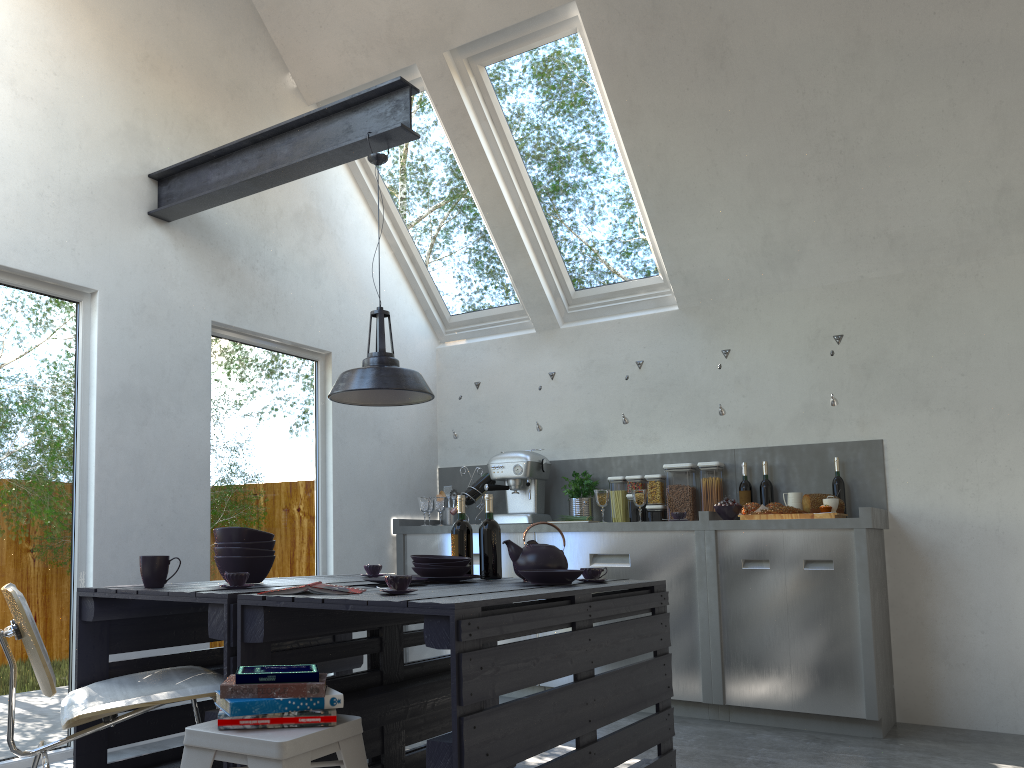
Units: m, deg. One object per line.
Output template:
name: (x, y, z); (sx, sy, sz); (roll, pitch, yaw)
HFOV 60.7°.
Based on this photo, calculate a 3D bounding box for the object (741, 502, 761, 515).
object: (1.298, 0.675, 4.714); (0.116, 0.076, 0.123); (2, -9, -14)

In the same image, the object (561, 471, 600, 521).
object: (0.426, 0.711, 5.485); (0.241, 0.338, 0.259); (1, -7, -15)

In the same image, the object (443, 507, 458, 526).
object: (-0.429, 0.925, 6.076); (0.103, 0.131, 0.111); (1, -8, -16)

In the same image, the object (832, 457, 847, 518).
object: (1.760, 0.568, 4.715); (0.066, 0.342, 0.059); (-5, -7, 35)

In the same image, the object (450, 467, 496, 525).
object: (-0.290, 0.748, 5.837); (0.316, 0.390, 0.247); (3, -8, -28)

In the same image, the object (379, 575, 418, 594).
object: (-0.336, 0.592, 2.589); (0.124, 0.056, 0.110); (-8, -12, 39)

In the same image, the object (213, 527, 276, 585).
object: (-0.997, 0.641, 3.261); (0.205, 0.212, 0.203); (-6, -9, 33)

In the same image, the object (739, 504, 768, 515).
object: (1.339, 0.678, 4.697); (0.190, 0.058, 0.209); (7, -12, -37)

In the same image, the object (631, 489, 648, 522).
object: (0.742, 0.709, 5.072); (0.103, 0.190, 0.095); (-3, -7, 21)

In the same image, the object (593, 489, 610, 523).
object: (0.523, 0.707, 5.057); (0.097, 0.190, 0.101); (0, -7, -9)

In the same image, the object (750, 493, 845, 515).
object: (1.476, 0.626, 4.555); (0.459, 0.111, 0.126); (-1, -8, 5)

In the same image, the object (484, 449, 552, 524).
object: (0.038, 0.660, 5.632); (0.380, 0.496, 0.407); (-5, -9, 31)

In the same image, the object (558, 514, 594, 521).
object: (0.348, 0.805, 5.237); (0.134, 0.053, 0.295); (8, -13, -42)

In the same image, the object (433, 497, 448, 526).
object: (-0.475, 0.847, 5.801); (0.093, 0.190, 0.105); (4, -8, -35)

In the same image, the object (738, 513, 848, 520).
object: (1.460, 0.693, 4.546); (0.499, 0.028, 0.292); (-7, -12, 32)

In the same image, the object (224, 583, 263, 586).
object: (-0.907, 0.679, 2.960); (0.127, 0.013, 0.029); (3, -10, -19)

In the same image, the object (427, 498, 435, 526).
object: (-0.560, 0.870, 5.930); (0.099, 0.190, 0.098); (-1, -7, 3)

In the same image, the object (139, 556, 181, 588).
object: (-1.228, 0.650, 3.031); (0.136, 0.108, 0.097); (-4, -8, 24)

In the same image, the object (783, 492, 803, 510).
object: (1.502, 0.637, 4.647); (0.085, 0.118, 0.086); (4, -9, -36)

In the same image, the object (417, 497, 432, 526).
object: (-0.578, 0.846, 5.791); (0.104, 0.190, 0.094); (-4, -7, 26)

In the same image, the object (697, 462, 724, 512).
object: (1.168, 0.636, 5.101); (0.135, 0.351, 0.121); (-5, -7, 31)

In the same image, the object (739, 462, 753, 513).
object: (1.336, 0.621, 4.996); (0.077, 0.342, 0.069); (-4, -6, 25)

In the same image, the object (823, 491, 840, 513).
object: (1.616, 0.597, 4.434); (0.071, 0.120, 0.075); (1, -7, -13)

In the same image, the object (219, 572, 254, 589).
object: (-0.919, 0.656, 2.923); (0.121, 0.056, 0.112); (-4, -10, 20)

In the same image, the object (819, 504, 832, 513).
object: (1.576, 0.628, 4.390); (0.061, 0.046, 0.057); (-3, -9, 17)

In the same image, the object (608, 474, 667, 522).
object: (0.767, 0.710, 5.343); (0.362, 0.291, 0.100); (-6, -8, 33)

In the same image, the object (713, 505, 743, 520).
object: (1.153, 0.690, 4.658); (0.144, 0.078, 0.151); (1, -9, -10)

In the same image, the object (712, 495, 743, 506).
object: (1.151, 0.640, 4.663); (0.166, 0.094, 0.137); (-4, -9, 18)

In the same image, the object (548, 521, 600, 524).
object: (0.367, 0.826, 5.224); (0.278, 0.012, 0.173); (-6, -12, 30)

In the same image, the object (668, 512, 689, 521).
object: (0.921, 0.734, 4.829); (0.110, 0.056, 0.124); (8, -13, -42)

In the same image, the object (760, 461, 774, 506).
object: (1.435, 0.608, 4.930); (0.077, 0.342, 0.068); (-5, -7, 35)

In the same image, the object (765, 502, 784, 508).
object: (1.417, 0.674, 4.710); (0.116, 0.076, 0.123); (2, -9, -14)

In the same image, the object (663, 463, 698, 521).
object: (1.007, 0.655, 5.205); (0.186, 0.351, 0.121); (-5, -7, 32)
